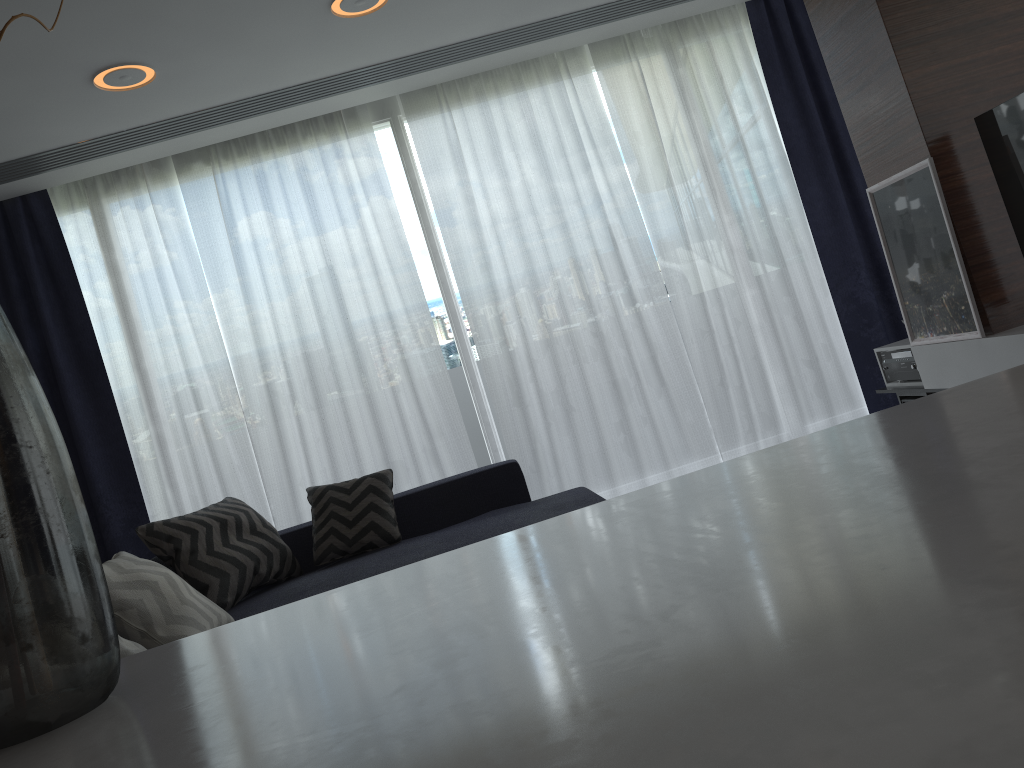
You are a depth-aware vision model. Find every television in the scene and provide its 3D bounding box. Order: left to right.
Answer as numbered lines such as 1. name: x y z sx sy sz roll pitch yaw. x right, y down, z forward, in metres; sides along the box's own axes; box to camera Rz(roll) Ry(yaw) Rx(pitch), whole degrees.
1. television: 1.899 -0.627 2.634 0.298 0.790 1.223 -17 -1 -5

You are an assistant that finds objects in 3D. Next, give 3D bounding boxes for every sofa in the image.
1. sofa: -0.469 0.722 2.836 1.903 0.611 2.856 -17 0 -5

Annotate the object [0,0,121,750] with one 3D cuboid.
1. object: -0.334 -0.172 0.556 0.200 0.739 0.382 -15 -4 -24

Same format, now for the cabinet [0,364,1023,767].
1. cabinet: 0.935 -0.716 0.432 3.343 2.567 0.779 -17 -4 -6

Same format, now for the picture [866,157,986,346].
1. picture: 1.645 -0.509 3.552 0.053 0.704 0.496 -17 -3 -5

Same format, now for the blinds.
1. blinds: -0.189 -0.495 2.211 7.141 2.788 5.773 -17 -1 -2

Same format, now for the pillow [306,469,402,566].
1. pillow: -0.722 0.595 4.016 0.415 0.347 0.285 -17 -3 -1

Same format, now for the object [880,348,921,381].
1. object: 1.933 -0.129 4.007 0.369 0.151 0.367 -17 0 -5

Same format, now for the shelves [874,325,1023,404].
1. shelves: 2.247 -0.060 3.060 0.875 0.501 2.335 -17 0 -5

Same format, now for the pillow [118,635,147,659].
1. pillow: -1.042 0.725 2.209 0.412 0.353 0.283 -18 -3 38

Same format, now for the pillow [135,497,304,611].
1. pillow: -1.230 0.762 3.801 0.351 0.521 0.602 -18 -2 25

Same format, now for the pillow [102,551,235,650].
1. pillow: -1.163 0.727 2.881 0.343 0.390 0.492 -17 -2 -5

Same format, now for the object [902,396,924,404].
1. object: 1.918 0.151 3.883 0.255 0.252 0.211 -17 -3 -5

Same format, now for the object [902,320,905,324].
1. object: 1.989 -0.328 4.139 0.306 0.151 0.138 -18 -2 42
